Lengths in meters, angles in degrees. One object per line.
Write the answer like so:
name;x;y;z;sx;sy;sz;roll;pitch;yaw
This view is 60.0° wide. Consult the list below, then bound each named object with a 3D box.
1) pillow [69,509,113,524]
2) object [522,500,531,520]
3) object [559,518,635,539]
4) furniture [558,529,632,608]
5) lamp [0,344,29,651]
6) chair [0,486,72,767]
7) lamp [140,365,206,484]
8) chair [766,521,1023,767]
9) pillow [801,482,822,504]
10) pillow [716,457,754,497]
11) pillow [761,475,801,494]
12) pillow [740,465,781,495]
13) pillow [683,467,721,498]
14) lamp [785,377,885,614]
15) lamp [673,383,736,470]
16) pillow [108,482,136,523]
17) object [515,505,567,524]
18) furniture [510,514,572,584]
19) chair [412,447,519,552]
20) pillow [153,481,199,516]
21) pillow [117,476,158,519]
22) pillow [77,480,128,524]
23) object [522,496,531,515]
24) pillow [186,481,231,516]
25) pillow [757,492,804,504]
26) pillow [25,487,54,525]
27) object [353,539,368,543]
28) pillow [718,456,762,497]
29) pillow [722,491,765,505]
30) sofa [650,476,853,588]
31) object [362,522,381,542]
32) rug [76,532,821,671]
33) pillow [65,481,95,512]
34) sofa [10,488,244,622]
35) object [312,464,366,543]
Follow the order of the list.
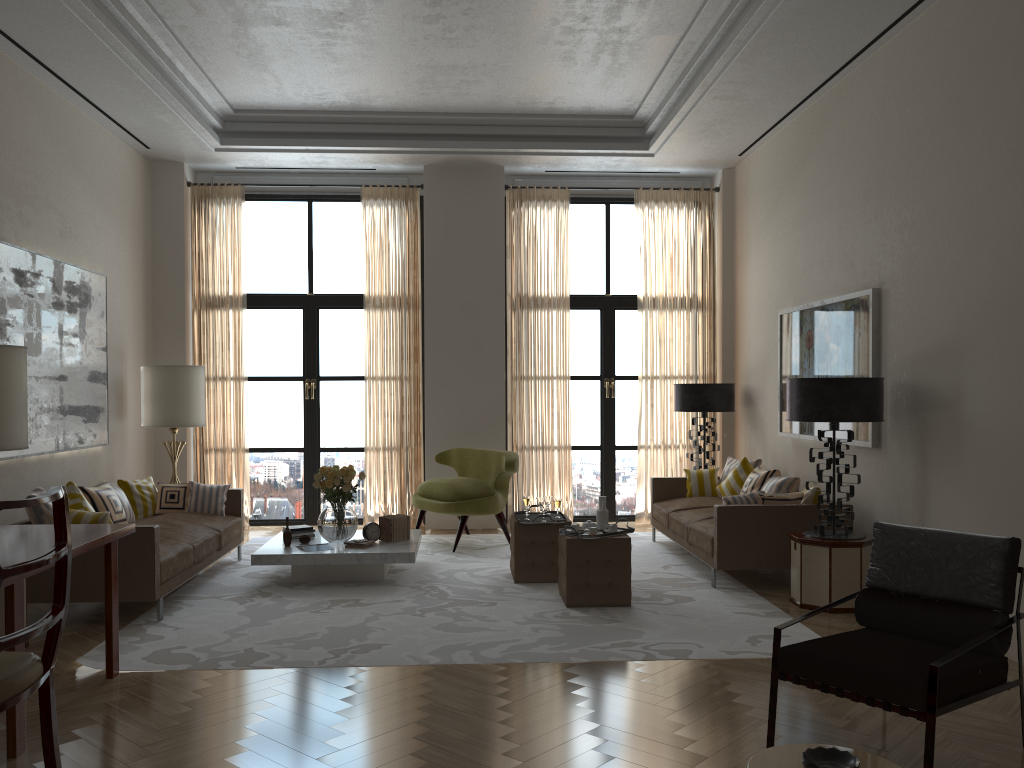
pillow;-3.560;1.253;7.464;0.482;0.433;0.318;0;0;6
object;0.149;1.275;8.960;0.098;0.192;0.098;0;1;22
object;0.777;1.311;8.096;0.720;0.101;0.441;0;-1;-40
furniture;0.749;1.669;8.104;0.613;0.616;0.613;0;0;-3
lamp;-3.985;0.849;6.518;0.767;2.256;0.767;-1;1;-37
chair;-2.297;1.191;3.545;0.878;1.506;0.656;0;1;-3
lamp;-4.257;0.901;11.172;0.767;2.256;0.767;-1;1;-40
chair;2.057;1.369;4.682;1.134;1.136;0.877;0;0;-38
pillow;2.948;1.236;8.880;0.296;0.476;0.515;0;0;18
pillow;2.766;1.188;10.690;0.767;0.617;0.355;0;0;40
pillow;2.906;1.280;9.749;0.371;0.566;0.659;0;0;-8
pillow;2.824;1.221;10.124;0.403;0.547;0.617;0;0;0
pillow;2.417;1.273;11.218;0.482;0.433;0.318;0;0;6
lamp;2.872;0.958;7.907;0.829;2.019;0.829;0;1;-3
lamp;2.632;1.005;12.130;0.829;2.019;0.829;0;1;1
pillow;-4.048;1.296;8.935;0.371;0.566;0.659;0;0;-8
object;0.288;1.335;9.099;0.491;0.092;0.802;0;-1;-3
furniture;0.294;1.682;9.109;0.613;0.616;0.613;0;0;-3
chair;-0.671;1.445;11.228;1.029;1.214;1.790;0;0;-36
pillow;-3.763;1.303;9.910;0.464;0.412;0.303;0;0;-5
pillow;-4.091;1.271;9.802;0.296;0.476;0.515;0;0;18
pillow;-3.967;1.228;8.557;0.403;0.547;0.617;0;0;0
object;0.153;1.279;9.307;0.098;0.192;0.098;0;1;-21
pillow;-3.395;1.298;9.896;0.498;0.428;0.327;0;0;-15
pillow;2.620;1.268;8.773;0.464;0.412;0.303;0;0;-5
pillow;-3.964;1.195;7.590;0.355;0.576;0.623;0;0;-25
object;-1.544;1.598;9.054;0.139;0.019;0.137;0;-1;-19
pillow;2.821;1.209;11.091;0.355;0.576;0.623;0;0;-25
pillow;2.253;1.266;8.788;0.498;0.428;0.327;0;0;-15
sofa;2.524;1.590;9.983;1.351;0.820;2.979;0;-1;-3
object;-1.467;1.553;9.288;0.204;0.209;0.082;0;1;-42
rug;-0.500;1.959;9.054;5.517;0.065;5.730;0;-1;-3
pillow;-3.909;1.182;7.990;0.767;0.617;0.355;0;0;40
sofa;-3.664;1.598;8.712;1.351;0.820;2.979;0;-1;-3
object;-1.803;1.260;9.316;0.540;0.822;0.627;0;0;-8
